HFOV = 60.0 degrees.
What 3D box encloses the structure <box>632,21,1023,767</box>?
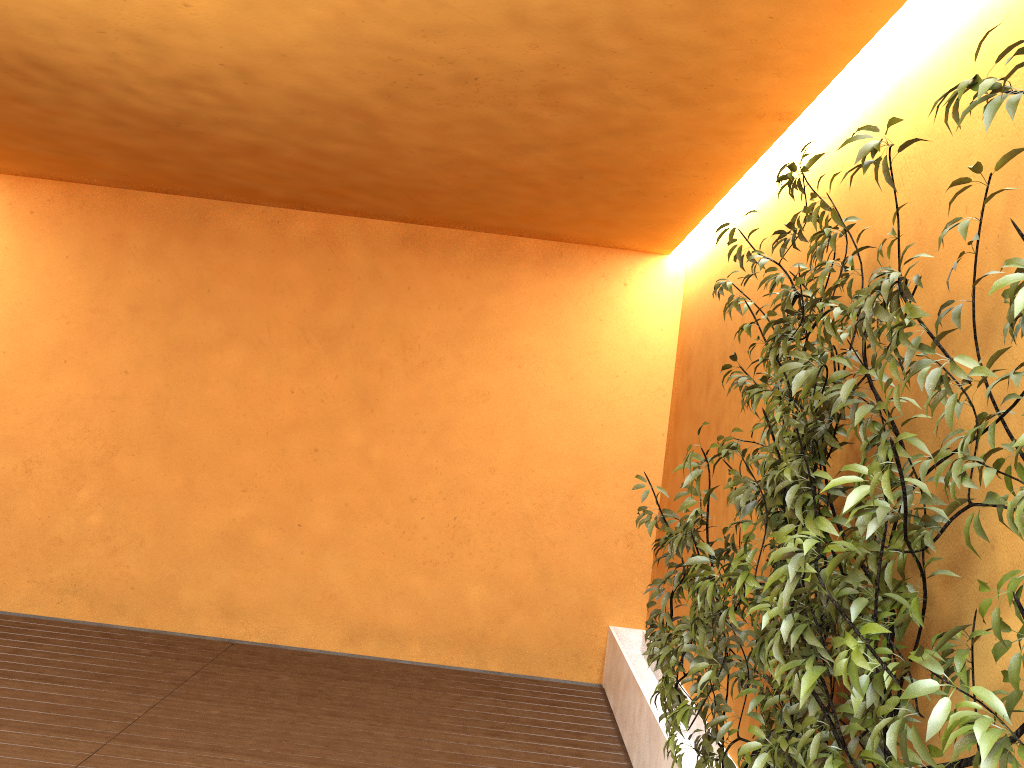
[{"bbox_3d":[0.777,0.351,2.083,0.622,2.483,3.166,7,-3,-1],"label":"structure"}]
